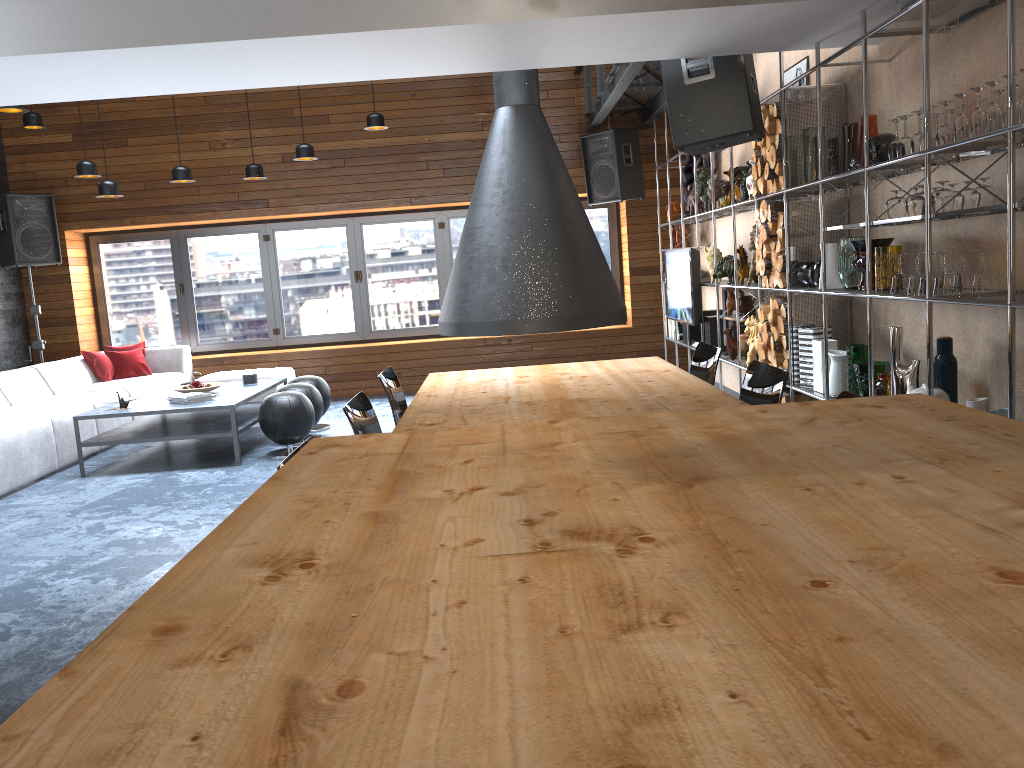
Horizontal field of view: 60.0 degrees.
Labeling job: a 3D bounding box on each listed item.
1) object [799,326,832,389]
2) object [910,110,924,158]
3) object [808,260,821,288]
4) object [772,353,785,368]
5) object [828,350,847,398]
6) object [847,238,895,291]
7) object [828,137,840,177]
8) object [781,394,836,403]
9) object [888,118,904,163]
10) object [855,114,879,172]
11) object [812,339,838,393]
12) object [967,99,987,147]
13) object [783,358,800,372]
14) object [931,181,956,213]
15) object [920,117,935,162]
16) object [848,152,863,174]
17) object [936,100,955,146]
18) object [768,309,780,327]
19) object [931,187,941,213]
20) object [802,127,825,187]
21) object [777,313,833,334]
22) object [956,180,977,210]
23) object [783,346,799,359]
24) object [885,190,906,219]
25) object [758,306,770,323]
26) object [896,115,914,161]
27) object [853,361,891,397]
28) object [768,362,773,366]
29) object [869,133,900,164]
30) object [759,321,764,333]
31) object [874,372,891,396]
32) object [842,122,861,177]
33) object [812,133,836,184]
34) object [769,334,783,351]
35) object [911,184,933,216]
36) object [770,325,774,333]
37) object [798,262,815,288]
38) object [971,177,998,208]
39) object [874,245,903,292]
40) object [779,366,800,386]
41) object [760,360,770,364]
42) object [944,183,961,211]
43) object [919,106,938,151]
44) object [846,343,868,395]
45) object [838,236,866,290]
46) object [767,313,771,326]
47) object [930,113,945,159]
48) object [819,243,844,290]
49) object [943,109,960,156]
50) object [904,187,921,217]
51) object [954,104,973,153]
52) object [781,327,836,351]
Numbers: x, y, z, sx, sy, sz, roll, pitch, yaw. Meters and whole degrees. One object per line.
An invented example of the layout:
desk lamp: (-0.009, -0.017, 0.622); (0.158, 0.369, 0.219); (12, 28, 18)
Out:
object: (1.756, -0.155, 5.131); (0.140, 0.347, 0.139); (-7, 8, -21)
object: (1.690, -1.036, 3.677); (0.070, 0.184, 0.071); (-7, 8, -25)
object: (1.724, -0.610, 4.922); (0.151, 0.154, 0.151); (-4, 7, 3)
object: (1.771, -0.158, 5.452); (0.330, 0.098, 0.104); (-5, 7, -3)
object: (1.772, -0.057, 4.755); (0.171, 0.245, 0.146); (0, 8, 29)
object: (1.747, -0.580, 4.312); (0.218, 0.243, 0.216); (-5, 7, -11)
object: (1.679, -1.174, 4.628); (0.058, 0.215, 0.077); (-1, 8, 26)
object: (1.791, 0.106, 5.341); (0.331, 0.105, 0.105); (-5, 7, -4)
object: (1.684, -1.062, 3.880); (0.070, 0.184, 0.071); (-7, 8, -25)
object: (1.694, -1.140, 4.199); (0.127, 0.254, 0.126); (2, 10, 42)
object: (1.747, -0.102, 4.944); (0.092, 0.287, 0.148); (-4, 7, -1)
object: (1.843, -1.026, 3.514); (0.070, 0.184, 0.071); (-7, 8, -25)
object: (1.785, -0.129, 5.306); (0.303, 0.088, 0.095); (-4, 7, -3)
object: (1.722, -0.746, 3.546); (0.092, 0.124, 0.092); (-1, 8, 25)
object: (1.836, -1.077, 3.914); (0.070, 0.184, 0.071); (-7, 8, -25)
object: (1.698, -1.084, 4.332); (0.108, 0.109, 0.109); (-1, 8, 25)
object: (1.702, -1.012, 3.480); (0.070, 0.184, 0.071); (-7, 8, -25)
object: (1.749, -0.413, 5.394); (0.362, 0.115, 0.098); (-4, 7, -1)
object: (1.867, -0.804, 3.916); (0.092, 0.124, 0.092); (-1, 8, 25)
object: (1.685, -1.265, 4.947); (0.122, 0.313, 0.122); (-2, 8, 20)
object: (1.748, -0.369, 5.297); (0.299, 0.114, 0.135); (-4, 7, -3)
object: (1.873, -0.769, 3.641); (0.092, 0.124, 0.092); (-1, 8, 25)
object: (1.796, -0.217, 5.354); (0.286, 0.143, 0.143); (-4, 7, -1)
object: (1.700, -0.792, 3.920); (0.092, 0.124, 0.092); (-1, 8, 25)
object: (1.738, -0.452, 5.668); (0.299, 0.119, 0.151); (-4, 7, 2)
object: (1.679, -1.049, 3.786); (0.070, 0.184, 0.071); (-7, 8, -25)
object: (1.780, 0.006, 4.369); (0.161, 0.219, 0.157); (-11, 10, -44)
object: (1.766, -0.091, 5.532); (0.299, 0.114, 0.135); (-4, 7, -3)
object: (1.697, -1.069, 4.058); (0.149, 0.149, 0.148); (2, 10, 42)
object: (1.760, -0.362, 5.738); (0.308, 0.120, 0.098); (-5, 7, -5)
object: (1.776, 0.043, 4.208); (0.145, 0.188, 0.145); (-5, 7, -9)
object: (1.690, -1.176, 4.427); (0.092, 0.268, 0.092); (-1, 8, 22)
object: (1.687, -1.215, 4.791); (0.113, 0.253, 0.112); (-4, 7, 0)
object: (1.764, -0.263, 5.472); (0.331, 0.110, 0.101); (-4, 7, 1)
object: (1.699, -0.759, 3.665); (0.092, 0.124, 0.092); (-1, 8, 25)
object: (1.781, -0.369, 5.491); (0.321, 0.128, 0.164); (-4, 7, -1)
object: (1.721, -0.629, 5.097); (0.150, 0.146, 0.148); (-7, 8, -21)
object: (1.875, -0.754, 3.521); (0.092, 0.124, 0.092); (-1, 8, 25)
object: (1.751, -0.536, 4.120); (0.120, 0.206, 0.120); (-11, 10, -43)
object: (1.765, -0.062, 5.335); (0.287, 0.112, 0.126); (-4, 7, -1)
object: (1.769, -0.112, 5.656); (0.362, 0.131, 0.154); (-4, 7, 0)
object: (1.870, -0.785, 3.765); (0.092, 0.124, 0.092); (-1, 8, 25)
object: (1.684, -1.023, 3.582); (0.070, 0.184, 0.071); (-7, 8, -25)
object: (1.781, -0.056, 4.545); (0.125, 0.295, 0.130); (-1, 8, 24)
object: (1.731, -0.613, 4.505); (0.144, 0.264, 0.142); (0, 8, 29)
object: (1.765, -0.413, 5.562); (0.303, 0.090, 0.098); (-4, 7, -2)
object: (1.824, -1.063, 3.809); (0.070, 0.184, 0.071); (-7, 8, -25)
object: (1.737, -0.631, 4.732); (0.175, 0.241, 0.165); (1, 9, 35)
object: (1.843, -1.052, 3.711); (0.070, 0.184, 0.071); (-7, 8, -25)
object: (1.731, -0.779, 3.797); (0.092, 0.124, 0.092); (-1, 8, 25)
object: (1.835, -1.037, 3.606); (0.070, 0.184, 0.071); (-7, 8, -25)
object: (1.771, -0.271, 5.295); (0.309, 0.121, 0.111); (-4, 7, -1)
